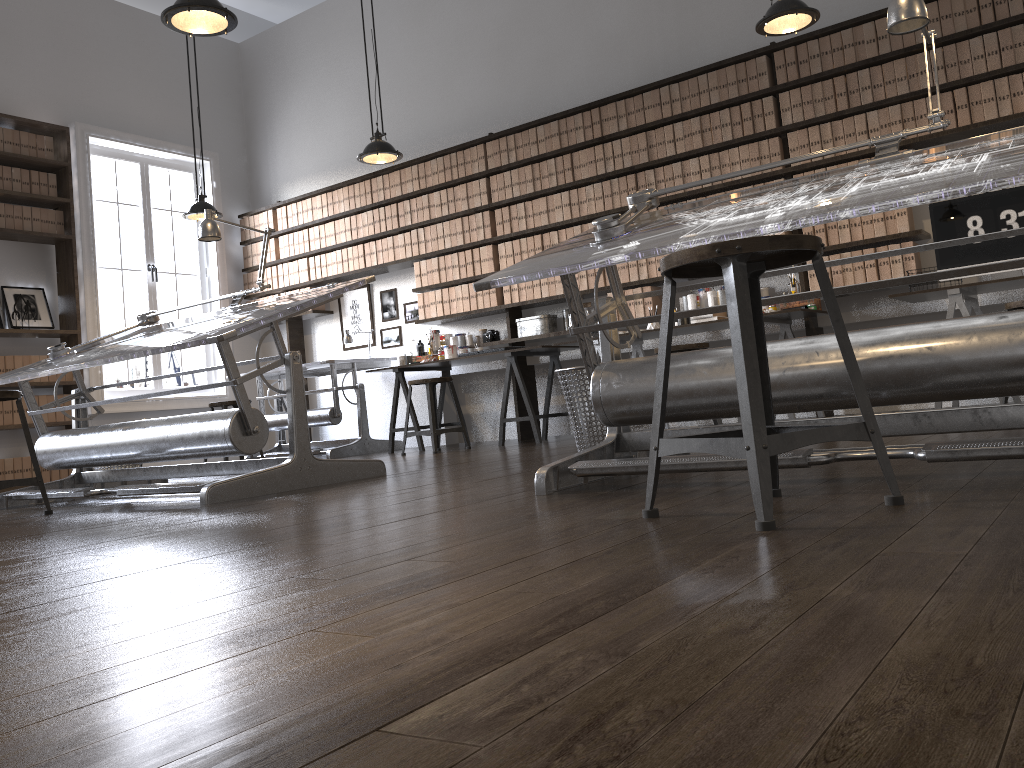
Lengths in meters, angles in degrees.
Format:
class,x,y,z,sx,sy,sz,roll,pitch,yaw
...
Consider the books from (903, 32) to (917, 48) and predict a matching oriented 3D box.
class,x,y,z,sx,sy,sz,roll,pitch,yaw
books,2.415,-2.123,5.364,0.066,0.226,0.174,-9,-5,35

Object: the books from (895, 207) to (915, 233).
class,x,y,z,sx,sy,sz,roll,pitch,yaw
books,2.382,-1.013,5.368,0.066,0.226,0.174,-9,-5,35

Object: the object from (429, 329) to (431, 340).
class,x,y,z,sx,sy,sz,roll,pitch,yaw
object,-0.660,-0.341,7.171,0.007,0.215,0.054,-4,-5,-20

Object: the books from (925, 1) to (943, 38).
class,x,y,z,sx,sy,sz,roll,pitch,yaw
books,2.527,-2.137,5.277,0.066,0.226,0.174,-9,-5,35

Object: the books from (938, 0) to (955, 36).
class,x,y,z,sx,sy,sz,roll,pitch,yaw
books,2.585,-2.144,5.236,0.066,0.227,0.174,-9,-5,35

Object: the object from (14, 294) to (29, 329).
class,x,y,z,sx,sy,sz,roll,pitch,yaw
object,-3.934,-0.574,7.100,0.040,0.305,0.118,-9,-5,35

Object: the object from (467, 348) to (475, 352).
class,x,y,z,sx,sy,sz,roll,pitch,yaw
object,-0.319,-0.234,7.009,0.062,0.094,0.063,-5,-4,-6

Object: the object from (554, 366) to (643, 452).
class,x,y,z,sx,sy,sz,roll,pitch,yaw
object,0.351,0.121,3.276,0.353,0.379,0.351,-3,-4,-33

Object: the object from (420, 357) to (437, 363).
class,x,y,z,sx,sy,sz,roll,pitch,yaw
object,-0.660,-0.176,6.948,0.132,0.051,0.196,-5,-2,-26

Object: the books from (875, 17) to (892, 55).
class,x,y,z,sx,sy,sz,roll,pitch,yaw
books,2.298,-2.110,5.439,0.066,0.227,0.174,-9,-5,35

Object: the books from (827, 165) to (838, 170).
class,x,y,z,sx,sy,sz,roll,pitch,yaw
books,2.060,-1.252,5.597,0.066,0.226,0.174,-9,-5,35

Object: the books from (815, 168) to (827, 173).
class,x,y,z,sx,sy,sz,roll,pitch,yaw
books,2.000,-1.245,5.637,0.066,0.227,0.174,-9,-5,35

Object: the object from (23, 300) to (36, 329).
class,x,y,z,sx,sy,sz,roll,pitch,yaw
object,-3.915,-0.552,7.170,0.040,0.263,0.110,-9,-5,35

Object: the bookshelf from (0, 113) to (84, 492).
class,x,y,z,sx,sy,sz,roll,pitch,yaw
bookshelf,-4.472,-0.275,6.506,0.411,3.738,2.473,-9,-5,35

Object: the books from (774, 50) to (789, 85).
class,x,y,z,sx,sy,sz,roll,pitch,yaw
books,1.788,-2.050,5.803,0.066,0.226,0.174,-9,-5,35

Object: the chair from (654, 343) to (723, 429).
class,x,y,z,sx,sy,sz,roll,pitch,yaw
chair,1.006,0.043,5.107,0.371,0.530,0.357,-6,-4,8

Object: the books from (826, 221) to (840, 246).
class,x,y,z,sx,sy,sz,roll,pitch,yaw
books,2.050,-0.974,5.604,0.066,0.226,0.174,-9,-5,35

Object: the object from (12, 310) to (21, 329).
class,x,y,z,sx,sy,sz,roll,pitch,yaw
object,-3.933,-0.506,7.024,0.040,0.166,0.066,-9,-5,35

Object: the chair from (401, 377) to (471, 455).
class,x,y,z,sx,sy,sz,roll,pitch,yaw
chair,-0.558,0.229,6.288,0.370,0.530,0.358,-9,-5,43

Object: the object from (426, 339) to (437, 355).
class,x,y,z,sx,sy,sz,roll,pitch,yaw
object,-0.541,-0.314,7.256,0.345,0.147,0.076,-4,-4,-32

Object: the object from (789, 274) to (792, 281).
class,x,y,z,sx,sy,sz,roll,pitch,yaw
object,1.748,-0.612,5.509,0.006,0.183,0.053,-5,-4,-12

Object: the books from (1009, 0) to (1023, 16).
class,x,y,z,sx,sy,sz,roll,pitch,yaw
books,2.870,-2.177,5.039,0.066,0.226,0.174,-9,-5,35

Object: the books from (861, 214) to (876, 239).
class,x,y,z,sx,sy,sz,roll,pitch,yaw
books,2.223,-0.994,5.483,0.066,0.226,0.174,-9,-5,35

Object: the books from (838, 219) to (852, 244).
class,x,y,z,sx,sy,sz,roll,pitch,yaw
books,2.105,-0.981,5.560,0.066,0.226,0.174,-9,-5,35

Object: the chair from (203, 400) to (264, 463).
class,x,y,z,sx,sy,sz,roll,pitch,yaw
chair,-2.148,0.398,6.803,0.370,0.530,0.358,-9,-5,43

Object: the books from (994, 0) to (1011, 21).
class,x,y,z,sx,sy,sz,roll,pitch,yaw
books,2.815,-2.170,5.083,0.066,0.226,0.174,-9,-5,35

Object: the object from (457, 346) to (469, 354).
class,x,y,z,sx,sy,sz,roll,pitch,yaw
object,-0.387,-0.237,7.118,0.094,0.128,0.094,-8,-5,39

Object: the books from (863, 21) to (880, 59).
class,x,y,z,sx,sy,sz,roll,pitch,yaw
books,2.240,-2.103,5.482,0.066,0.226,0.174,-9,-5,35

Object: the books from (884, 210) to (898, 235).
class,x,y,z,sx,sy,sz,roll,pitch,yaw
books,2.331,-1.007,5.405,0.066,0.226,0.174,-9,-5,35

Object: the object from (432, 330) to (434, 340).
class,x,y,z,sx,sy,sz,roll,pitch,yaw
object,-0.648,-0.336,7.180,0.055,0.193,0.006,-8,-5,34

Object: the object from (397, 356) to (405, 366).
class,x,y,z,sx,sy,sz,roll,pitch,yaw
object,-0.902,-0.176,7.238,0.068,0.105,0.068,-9,-5,39

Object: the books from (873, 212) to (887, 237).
class,x,y,z,sx,sy,sz,roll,pitch,yaw
books,2.274,-1.000,5.440,0.066,0.227,0.174,-9,-5,35

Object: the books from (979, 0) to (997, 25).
class,x,y,z,sx,sy,sz,roll,pitch,yaw
books,2.751,-2.163,5.121,0.066,0.227,0.174,-9,-5,35

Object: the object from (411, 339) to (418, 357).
class,x,y,z,sx,sy,sz,roll,pitch,yaw
object,-0.804,-0.250,7.273,0.069,0.238,0.068,-8,-5,32

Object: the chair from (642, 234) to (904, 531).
class,x,y,z,sx,sy,sz,roll,pitch,yaw
chair,0.480,-0.004,1.757,0.359,0.530,0.370,-4,-4,-27

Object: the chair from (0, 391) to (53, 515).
class,x,y,z,sx,sy,sz,roll,pitch,yaw
chair,-2.151,0.305,3.590,0.358,0.530,0.371,-6,-4,13

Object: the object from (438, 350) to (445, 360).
class,x,y,z,sx,sy,sz,roll,pitch,yaw
object,-0.563,-0.214,7.063,0.049,0.112,0.049,-8,-5,31

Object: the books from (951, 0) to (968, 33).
class,x,y,z,sx,sy,sz,roll,pitch,yaw
books,2.639,-2.150,5.203,0.066,0.226,0.174,-9,-5,35

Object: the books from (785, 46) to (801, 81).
class,x,y,z,sx,sy,sz,roll,pitch,yaw
books,1.845,-2.057,5.756,0.066,0.227,0.174,-9,-5,35

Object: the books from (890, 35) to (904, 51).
class,x,y,z,sx,sy,sz,roll,pitch,yaw
books,2.358,-2.117,5.402,0.066,0.226,0.174,-9,-5,35

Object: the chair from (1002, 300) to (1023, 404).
class,x,y,z,sx,sy,sz,roll,pitch,yaw
chair,2.493,-0.131,4.098,0.358,0.530,0.370,-6,-4,3

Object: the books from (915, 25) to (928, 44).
class,x,y,z,sx,sy,sz,roll,pitch,yaw
books,2.470,-2.130,5.321,0.066,0.226,0.174,-9,-5,35

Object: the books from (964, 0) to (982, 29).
class,x,y,z,sx,sy,sz,roll,pitch,yaw
books,2.694,-2.156,5.168,0.066,0.226,0.174,-9,-5,35

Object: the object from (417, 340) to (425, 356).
class,x,y,z,sx,sy,sz,roll,pitch,yaw
object,-0.755,-0.249,7.341,0.069,0.230,0.068,-8,-5,32

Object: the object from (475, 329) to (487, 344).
class,x,y,z,sx,sy,sz,roll,pitch,yaw
object,-0.251,-0.367,7.227,0.107,0.162,0.235,-6,-3,1

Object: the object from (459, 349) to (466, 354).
class,x,y,z,sx,sy,sz,roll,pitch,yaw
object,-0.389,-0.228,7.005,0.062,0.095,0.061,-5,-4,-15

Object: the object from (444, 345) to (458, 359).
class,x,y,z,sx,sy,sz,roll,pitch,yaw
object,-0.488,-0.235,7.058,0.104,0.142,0.104,-7,-4,27

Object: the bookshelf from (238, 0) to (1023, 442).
class,x,y,z,sx,sy,sz,roll,pitch,yaw
bookshelf,1.244,-0.576,6.266,9.145,3.220,0.373,-7,-5,35

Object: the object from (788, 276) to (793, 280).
class,x,y,z,sx,sy,sz,roll,pitch,yaw
object,1.739,-0.597,5.490,0.038,0.154,0.008,-5,-5,-6

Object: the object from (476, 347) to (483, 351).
class,x,y,z,sx,sy,sz,roll,pitch,yaw
object,-0.253,-0.240,7.022,0.062,0.095,0.061,-5,-4,-6

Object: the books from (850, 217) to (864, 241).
class,x,y,z,sx,sy,sz,roll,pitch,yaw
books,2.165,-0.987,5.523,0.066,0.226,0.174,-9,-5,35

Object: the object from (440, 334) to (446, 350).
class,x,y,z,sx,sy,sz,roll,pitch,yaw
object,-0.587,-0.349,7.481,0.050,0.140,0.051,-8,-5,32

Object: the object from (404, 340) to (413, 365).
class,x,y,z,sx,sy,sz,roll,pitch,yaw
object,-0.844,-0.244,7.214,0.069,0.230,0.068,-8,-5,32

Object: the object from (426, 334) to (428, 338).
class,x,y,z,sx,sy,sz,roll,pitch,yaw
object,-0.665,-0.328,7.187,0.071,0.187,0.008,-9,-6,36

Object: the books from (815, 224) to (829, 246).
class,x,y,z,sx,sy,sz,roll,pitch,yaw
books,1.986,-0.967,5.643,0.066,0.227,0.174,-9,-5,35
